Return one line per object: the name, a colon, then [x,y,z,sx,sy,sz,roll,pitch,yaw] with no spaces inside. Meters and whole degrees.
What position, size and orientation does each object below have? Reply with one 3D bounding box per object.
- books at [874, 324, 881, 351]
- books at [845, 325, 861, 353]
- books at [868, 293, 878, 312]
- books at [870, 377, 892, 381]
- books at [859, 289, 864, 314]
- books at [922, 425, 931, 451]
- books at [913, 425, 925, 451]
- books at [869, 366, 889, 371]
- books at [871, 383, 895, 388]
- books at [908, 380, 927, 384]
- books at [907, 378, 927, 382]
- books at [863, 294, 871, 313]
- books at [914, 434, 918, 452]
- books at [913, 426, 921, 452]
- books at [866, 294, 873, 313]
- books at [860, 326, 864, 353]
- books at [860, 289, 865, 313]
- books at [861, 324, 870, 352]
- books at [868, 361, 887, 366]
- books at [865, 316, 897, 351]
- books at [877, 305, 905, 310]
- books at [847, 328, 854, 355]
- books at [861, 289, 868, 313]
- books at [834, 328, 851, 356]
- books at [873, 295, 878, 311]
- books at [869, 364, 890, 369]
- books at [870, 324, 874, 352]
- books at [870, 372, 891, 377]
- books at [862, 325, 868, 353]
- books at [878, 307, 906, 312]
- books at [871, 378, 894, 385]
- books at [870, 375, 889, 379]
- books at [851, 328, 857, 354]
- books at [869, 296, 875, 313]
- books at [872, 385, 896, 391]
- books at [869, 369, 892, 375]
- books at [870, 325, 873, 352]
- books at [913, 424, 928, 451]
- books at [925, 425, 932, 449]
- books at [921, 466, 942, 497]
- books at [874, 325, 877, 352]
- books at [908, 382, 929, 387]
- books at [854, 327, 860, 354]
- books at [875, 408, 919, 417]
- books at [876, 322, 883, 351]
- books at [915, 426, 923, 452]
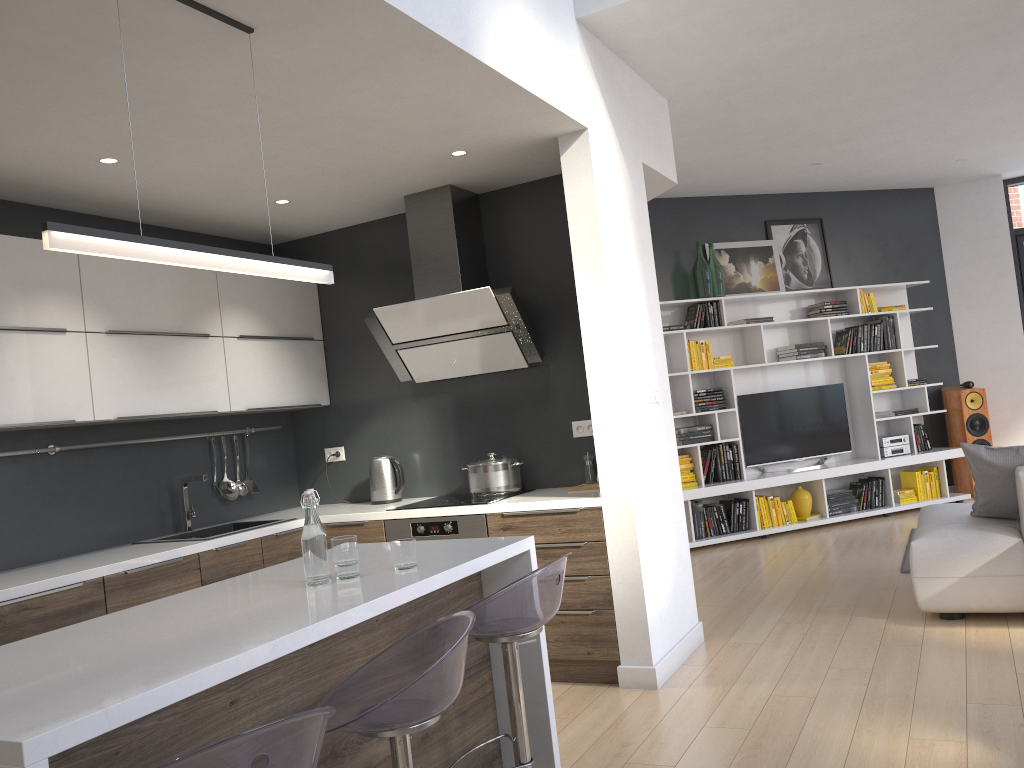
books: [3.294,-0.414,8.123,0.084,0.249,0.191,-6,-2,-18]
books: [3.097,-0.396,8.062,0.075,0.254,0.192,-6,-2,-19]
books: [3.252,-0.731,8.088,0.064,0.184,0.141,-6,-2,-17]
books: [3.325,-0.042,8.150,0.251,0.014,0.189,-6,-2,-15]
books: [3.111,-0.738,8.042,0.041,0.229,0.161,-6,-2,-19]
books: [3.766,0.496,8.192,0.066,0.242,0.177,-6,-2,-18]
books: [3.712,0.502,8.170,0.050,0.242,0.169,-6,-2,-19]
books: [3.321,-0.134,8.153,0.227,0.022,0.160,-7,-2,-3]
books: [3.339,0.017,8.131,0.257,0.024,0.203,-6,-2,-15]
books: [3.702,-0.013,8.199,0.198,0.015,0.142,-6,-2,-20]
books: [3.698,-0.032,8.215,0.213,0.023,0.161,-6,-2,-15]
books: [3.192,-0.722,8.073,0.054,0.180,0.132,-6,-2,-18]
books: [3.631,0.498,8.164,0.053,0.268,0.202,-6,-2,-18]
books: [3.664,0.510,8.170,0.053,0.240,0.189,-6,-2,-18]
books: [3.213,-0.724,8.072,0.044,0.178,0.128,-6,-2,-18]
books: [3.125,-0.392,8.065,0.068,0.243,0.179,-6,-2,-19]
books: [3.127,-0.738,8.067,0.041,0.224,0.163,-6,-2,-20]
books: [3.190,-0.408,8.092,0.066,0.260,0.197,-6,-2,-18]
books: [3.309,-0.179,8.172,0.223,0.023,0.163,-6,-2,-14]
books: [3.406,-0.455,8.192,0.128,0.321,0.259,-6,-2,-18]
books: [3.460,-0.698,8.205,0.257,0.024,0.203,-6,-2,-15]
books: [3.014,-0.376,8.035,0.096,0.234,0.187,-6,-2,-18]
books: [3.153,-0.740,8.085,0.054,0.224,0.164,-6,-2,-19]
books: [2.984,-0.374,8.020,0.104,0.234,0.182,-6,-2,-18]
books: [3.271,-0.733,8.103,0.044,0.184,0.142,-6,-2,-17]
books: [3.327,-0.158,8.153,0.223,0.023,0.163,-6,-2,-14]
books: [3.233,-0.410,8.104,0.075,0.254,0.192,-6,-2,-19]
books: [3.324,-0.080,8.150,0.239,0.019,0.171,-6,-2,-18]
books: [3.158,-0.400,8.081,0.084,0.249,0.191,-6,-2,-18]
books: [3.469,-0.674,8.197,0.257,0.028,0.194,-6,-2,-13]
books: [3.335,-0.015,8.137,0.243,0.042,0.189,-6,-2,-18]
books: [3.320,-0.060,8.129,0.217,0.023,0.145,-6,-2,-14]
books: [3.048,-0.380,8.031,0.081,0.233,0.169,-6,-2,-19]
books: [3.235,-0.717,8.067,0.046,0.161,0.108,-6,-2,-19]
books: [3.347,0.042,8.123,0.257,0.028,0.194,-6,-2,-13]
books: [3.331,-0.107,8.152,0.239,0.033,0.176,-6,-2,-15]
books: [3.220,-0.402,8.072,0.069,0.242,0.172,-6,-2,-17]
books: [3.735,0.494,8.190,0.066,0.255,0.193,-6,-2,-19]
books: [3.789,0.499,8.232,0.077,0.233,0.179,-6,-2,-18]
books: [3.839,0.893,8.133,0.025,0.270,0.213,-6,-2,-18]
books: [3.262,-0.409,8.100,0.071,0.243,0.179,-6,-2,-19]
books: [3.706,0.005,8.196,0.213,0.023,0.161,-6,-2,-15]
books: [3.084,-0.388,8.030,0.069,0.242,0.172,-6,-2,-17]
books: [3.539,0.265,8.172,0.310,0.047,0.250,-6,-2,-23]
books: [3.325,-0.422,8.134,0.066,0.260,0.197,-6,-2,-18]
books: [3.689,0.508,8.171,0.049,0.236,0.170,-6,-2,-18]
